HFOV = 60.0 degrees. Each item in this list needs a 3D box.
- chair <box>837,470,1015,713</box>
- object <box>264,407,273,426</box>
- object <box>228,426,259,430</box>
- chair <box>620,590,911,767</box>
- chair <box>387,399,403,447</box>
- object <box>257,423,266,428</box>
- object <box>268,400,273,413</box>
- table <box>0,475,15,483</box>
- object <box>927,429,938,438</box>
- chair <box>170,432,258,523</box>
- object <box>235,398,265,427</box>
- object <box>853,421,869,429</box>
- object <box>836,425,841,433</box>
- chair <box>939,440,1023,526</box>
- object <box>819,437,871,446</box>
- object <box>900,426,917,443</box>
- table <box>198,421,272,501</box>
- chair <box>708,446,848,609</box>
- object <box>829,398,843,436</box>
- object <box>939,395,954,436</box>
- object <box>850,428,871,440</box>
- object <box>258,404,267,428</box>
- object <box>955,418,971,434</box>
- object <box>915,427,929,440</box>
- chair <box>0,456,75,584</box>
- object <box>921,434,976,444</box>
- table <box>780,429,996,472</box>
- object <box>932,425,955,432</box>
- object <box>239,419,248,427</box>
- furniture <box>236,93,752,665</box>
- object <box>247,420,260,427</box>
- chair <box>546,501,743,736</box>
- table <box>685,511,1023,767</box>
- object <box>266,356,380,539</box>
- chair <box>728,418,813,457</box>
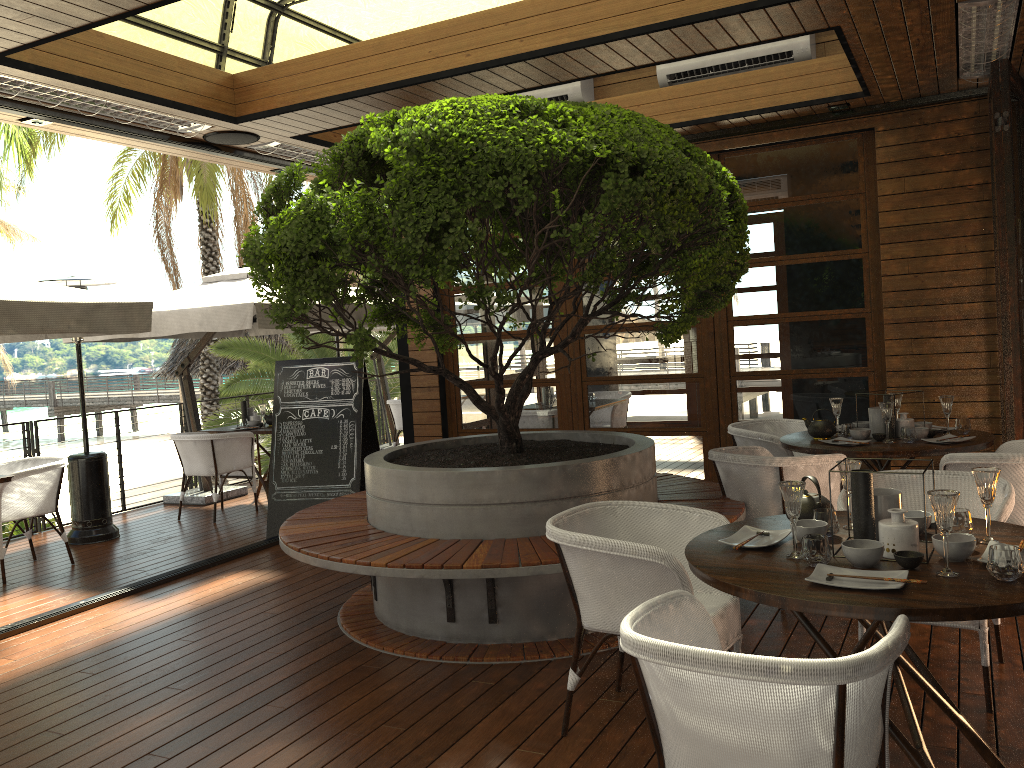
[{"bbox_3d":[1.692,0.786,3.587,0.627,0.787,0.617,-2,3,33],"label":"chair"},{"bbox_3d":[-2.330,0.314,8.660,0.168,0.179,0.163,-2,3,25],"label":"object"},{"bbox_3d":[-2.515,0.418,8.384,0.294,0.025,0.170,-2,3,27],"label":"object"},{"bbox_3d":[0.611,0.931,2.128,0.627,0.787,0.617,-2,3,33],"label":"chair"},{"bbox_3d":[-1.201,0.562,11.068,0.627,0.787,0.617,-2,3,28],"label":"chair"},{"bbox_3d":[-2.399,0.396,8.501,0.080,0.042,0.080,-3,3,18],"label":"object"},{"bbox_3d":[-2.422,0.276,8.981,0.082,0.227,0.082,-2,2,28],"label":"object"},{"bbox_3d":[-3.925,1.034,5.744,0.931,0.749,0.932,-2,3,27],"label":"table"},{"bbox_3d":[2.397,0.285,5.082,0.080,0.042,0.080,-5,3,-29],"label":"object"},{"bbox_3d":[-2.724,0.816,8.085,0.627,0.787,0.617,-2,3,28],"label":"chair"},{"bbox_3d":[-2.598,0.282,8.794,0.263,0.264,0.263,-4,3,-18],"label":"object"},{"bbox_3d":[2.157,0.268,5.450,0.116,0.065,0.116,-1,4,38],"label":"object"},{"bbox_3d":[2.017,0.291,5.568,0.295,0.025,0.170,-5,3,-28],"label":"object"},{"bbox_3d":[2.582,0.685,4.460,0.628,0.787,0.617,-5,3,-32],"label":"chair"},{"bbox_3d":[1.893,0.329,4.996,0.170,0.025,0.295,-5,3,-23],"label":"object"},{"bbox_3d":[2.202,0.283,4.927,0.086,0.086,0.086,-3,3,22],"label":"object"},{"bbox_3d":[-2.387,0.778,8.755,0.931,0.749,0.932,-2,3,27],"label":"table"},{"bbox_3d":[1.435,0.736,4.821,0.617,0.787,0.627,-5,3,-32],"label":"chair"},{"bbox_3d":[1.970,0.200,5.374,0.082,0.227,0.082,-5,3,-39],"label":"object"},{"bbox_3d":[2.499,0.182,5.089,0.082,0.227,0.082,-5,3,-39],"label":"object"},{"bbox_3d":[2.013,0.295,5.122,0.116,0.065,0.116,-4,3,-2],"label":"object"},{"bbox_3d":[-2.365,0.302,8.427,0.082,0.227,0.082,-2,2,28],"label":"object"},{"bbox_3d":[2.625,0.244,5.160,0.086,0.086,0.086,-2,3,27],"label":"object"},{"bbox_3d":[2.296,0.283,5.016,0.116,0.065,0.116,-1,4,38],"label":"object"},{"bbox_3d":[-3.555,0.958,6.405,0.627,0.787,0.617,-2,3,28],"label":"chair"},{"bbox_3d":[2.417,0.303,4.875,0.295,0.025,0.170,-5,3,-28],"label":"object"},{"bbox_3d":[2.205,0.685,5.229,1.166,0.749,1.167,-4,3,-4],"label":"table"},{"bbox_3d":[2.540,0.269,5.378,0.170,0.025,0.295,-5,3,-23],"label":"object"},{"bbox_3d":[-2.595,0.382,8.576,0.086,0.086,0.086,-2,3,32],"label":"object"},{"bbox_3d":[-0.028,-0.125,4.879,2.569,2.721,2.721,-4,3,-8],"label":"furniture"},{"bbox_3d":[-2.488,0.388,8.545,0.116,0.065,0.116,-2,3,31],"label":"object"},{"bbox_3d":[0.482,0.876,3.300,0.616,0.787,0.628,-2,3,33],"label":"chair"},{"bbox_3d":[1.149,0.883,2.750,1.166,0.749,1.167,-4,3,-4],"label":"table"},{"bbox_3d":[-1.528,0.483,7.263,0.768,1.396,0.772,-3,2,12],"label":"object"},{"bbox_3d":[1.813,0.653,5.937,0.628,0.787,0.617,-5,3,-32],"label":"chair"}]
